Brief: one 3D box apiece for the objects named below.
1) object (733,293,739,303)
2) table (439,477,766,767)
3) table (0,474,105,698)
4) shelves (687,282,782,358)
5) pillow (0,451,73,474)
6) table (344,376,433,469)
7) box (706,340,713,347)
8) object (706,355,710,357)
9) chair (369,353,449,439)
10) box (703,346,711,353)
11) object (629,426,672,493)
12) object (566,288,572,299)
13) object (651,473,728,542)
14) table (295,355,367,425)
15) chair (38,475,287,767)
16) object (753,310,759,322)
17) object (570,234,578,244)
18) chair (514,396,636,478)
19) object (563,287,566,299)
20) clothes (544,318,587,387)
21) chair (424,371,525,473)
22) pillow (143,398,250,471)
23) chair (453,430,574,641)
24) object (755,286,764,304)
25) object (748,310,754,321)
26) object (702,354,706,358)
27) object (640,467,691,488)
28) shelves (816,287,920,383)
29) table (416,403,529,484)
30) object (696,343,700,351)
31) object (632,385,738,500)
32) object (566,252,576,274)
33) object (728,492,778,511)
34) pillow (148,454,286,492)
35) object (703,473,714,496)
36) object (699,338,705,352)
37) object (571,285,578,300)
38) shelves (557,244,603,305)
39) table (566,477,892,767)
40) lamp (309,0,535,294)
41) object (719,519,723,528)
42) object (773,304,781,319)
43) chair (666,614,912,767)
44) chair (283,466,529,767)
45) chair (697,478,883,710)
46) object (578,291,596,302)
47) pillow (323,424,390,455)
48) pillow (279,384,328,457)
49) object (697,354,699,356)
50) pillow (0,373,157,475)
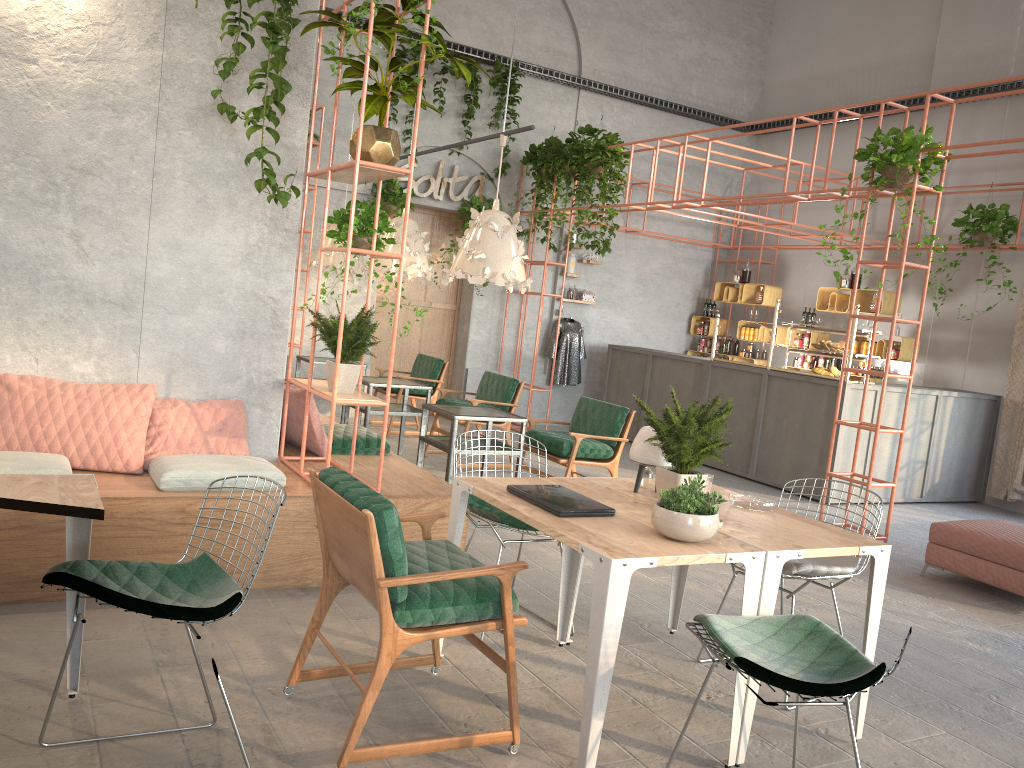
[{"bbox_3d":[3.231,-1.230,12.690,0.123,0.142,0.141,4,6,-30],"label":"object"},{"bbox_3d":[0.283,0.917,3.593,0.694,0.830,1.205,4,6,-30],"label":"table"},{"bbox_3d":[-1.563,0.797,2.545,0.694,0.830,1.214,4,6,-30],"label":"table"},{"bbox_3d":[3.240,-0.516,12.736,0.328,1.838,1.750,4,6,-30],"label":"shelves"},{"bbox_3d":[-2.467,0.421,4.252,0.637,0.149,0.491,4,6,-29],"label":"pillow"},{"bbox_3d":[-1.180,0.365,8.265,0.635,0.798,0.602,4,6,-30],"label":"table"},{"bbox_3d":[2.935,-0.599,13.124,0.058,0.093,0.122,5,5,-18],"label":"box"},{"bbox_3d":[2.940,-0.314,13.324,0.074,0.243,0.254,7,5,1],"label":"object"},{"bbox_3d":[-1.207,0.120,10.225,0.685,0.930,0.722,4,6,-30],"label":"chair"},{"bbox_3d":[2.891,-0.509,13.110,0.058,0.093,0.122,4,6,-30],"label":"box"},{"bbox_3d":[0.649,0.355,4.013,0.241,0.313,0.241,8,5,15],"label":"object"},{"bbox_3d":[0.794,-1.250,12.281,0.063,0.151,0.063,2,7,-43],"label":"object"},{"bbox_3d":[0.641,0.446,3.257,0.248,0.247,0.254,4,6,-30],"label":"object"},{"bbox_3d":[-2.030,0.132,9.783,0.635,0.798,0.602,4,6,-30],"label":"table"},{"bbox_3d":[-1.131,0.778,2.806,0.717,0.941,0.565,3,6,-33],"label":"chair"},{"bbox_3d":[3.394,-0.944,12.336,0.083,0.159,0.083,5,5,-20],"label":"object"},{"bbox_3d":[0.838,-1.991,12.189,0.133,0.145,0.133,9,5,22],"label":"object"},{"bbox_3d":[0.490,0.586,7.195,0.685,0.929,0.722,4,6,-30],"label":"chair"},{"bbox_3d":[0.728,-1.263,12.266,0.055,0.164,0.092,6,5,-11],"label":"object"},{"bbox_3d":[0.773,-0.420,12.390,0.366,0.997,0.625,11,7,40],"label":"clothes"},{"bbox_3d":[-0.368,0.351,8.726,0.685,0.930,0.722,4,6,-30],"label":"chair"},{"bbox_3d":[-1.822,0.284,5.057,0.666,0.385,0.289,3,6,-34],"label":"pillow"},{"bbox_3d":[-0.001,0.758,4.505,0.565,0.941,0.717,4,6,-28],"label":"chair"},{"bbox_3d":[3.476,-1.234,12.387,0.137,0.261,0.137,7,5,6],"label":"object"},{"bbox_3d":[3.350,-0.957,12.415,0.083,0.159,0.083,5,5,-20],"label":"object"},{"bbox_3d":[2.889,-0.326,13.395,0.074,0.243,0.254,7,5,1],"label":"object"},{"bbox_3d":[0.718,0.422,4.155,0.165,0.154,0.210,2,7,-40],"label":"object"},{"bbox_3d":[4.169,-0.261,11.076,0.328,1.838,1.750,4,6,-30],"label":"shelves"},{"bbox_3d":[-0.330,0.599,6.748,0.635,0.798,0.602,4,6,-30],"label":"table"},{"bbox_3d":[2.801,-0.554,13.290,0.073,0.131,0.073,6,5,-5],"label":"object"},{"bbox_3d":[0.717,0.273,3.682,0.438,0.527,0.368,4,6,-30],"label":"object"},{"bbox_3d":[0.805,-1.691,12.225,0.136,0.336,0.145,5,5,-16],"label":"object"},{"bbox_3d":[1.086,0.532,3.998,0.218,0.041,0.218,5,5,-21],"label":"object"},{"bbox_3d":[-1.585,0.478,4.755,0.637,0.149,0.491,4,6,-29],"label":"pillow"},{"bbox_3d":[0.850,0.465,3.988,0.095,0.119,0.095,6,5,-6],"label":"object"},{"bbox_3d":[2.838,-0.582,13.207,0.070,0.209,0.070,2,7,-39],"label":"object"},{"bbox_3d":[0.867,-1.273,12.328,0.081,0.204,0.081,4,6,-29],"label":"object"},{"bbox_3d":[0.954,-1.519,12.321,0.560,0.790,0.186,4,6,-29],"label":"shelves"},{"bbox_3d":[0.885,0.956,3.941,0.694,0.830,1.214,4,6,-30],"label":"table"},{"bbox_3d":[-0.829,-2.940,8.007,0.704,4.052,4.456,4,6,-30],"label":"lamp"},{"bbox_3d":[0.785,0.527,3.531,0.115,0.078,0.115,4,6,-24],"label":"object"},{"bbox_3d":[3.636,-0.958,12.165,0.075,0.273,0.075,9,6,26],"label":"object"},{"bbox_3d":[0.905,1.006,2.903,0.565,0.941,0.717,5,5,-13],"label":"chair"},{"bbox_3d":[-0.391,0.823,3.318,0.685,0.917,0.722,4,6,-30],"label":"chair"},{"bbox_3d":[1.317,0.938,4.202,0.717,0.941,0.565,3,6,-33],"label":"chair"},{"bbox_3d":[1.049,-1.228,12.437,0.219,0.149,0.129,4,6,-30],"label":"object"},{"bbox_3d":[-1.186,0.390,6.260,0.491,0.149,0.637,4,6,-29],"label":"pillow"},{"bbox_3d":[-1.479,0.198,5.942,0.276,0.474,0.839,2,7,-39],"label":"pillow"},{"bbox_3d":[2.783,-0.333,13.333,0.074,0.243,0.072,7,5,2],"label":"object"},{"bbox_3d":[-2.364,0.203,4.715,0.839,0.474,0.276,6,5,-9],"label":"pillow"}]
